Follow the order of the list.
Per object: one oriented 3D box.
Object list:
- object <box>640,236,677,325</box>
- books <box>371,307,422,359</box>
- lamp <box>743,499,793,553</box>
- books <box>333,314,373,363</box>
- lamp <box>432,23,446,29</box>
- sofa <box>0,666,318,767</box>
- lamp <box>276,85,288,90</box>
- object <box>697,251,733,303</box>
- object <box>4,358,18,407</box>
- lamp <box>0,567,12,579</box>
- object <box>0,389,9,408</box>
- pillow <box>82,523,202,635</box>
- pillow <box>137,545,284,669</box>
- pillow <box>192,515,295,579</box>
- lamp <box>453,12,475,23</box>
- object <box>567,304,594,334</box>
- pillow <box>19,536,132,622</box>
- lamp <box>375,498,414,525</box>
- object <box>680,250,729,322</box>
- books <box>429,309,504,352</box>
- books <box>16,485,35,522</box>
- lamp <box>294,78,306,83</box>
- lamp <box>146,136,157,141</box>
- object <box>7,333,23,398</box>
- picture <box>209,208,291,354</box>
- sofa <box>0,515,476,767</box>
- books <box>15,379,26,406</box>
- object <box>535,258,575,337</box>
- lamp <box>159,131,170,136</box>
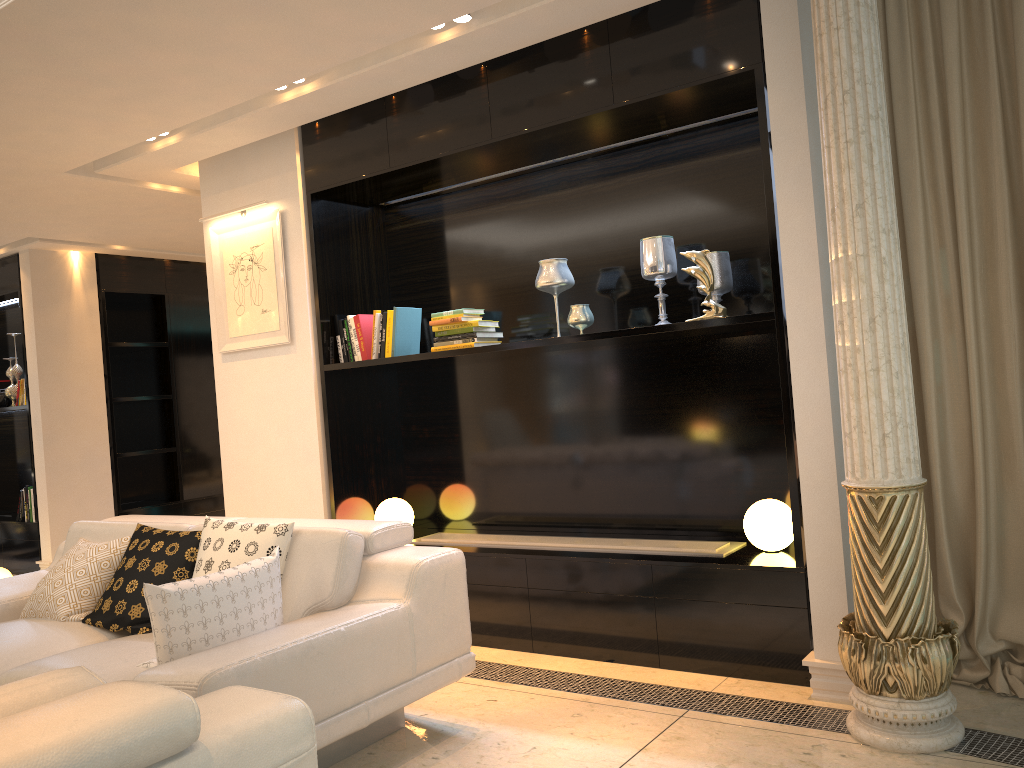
[{"bbox_3d":[0.666,-0.440,3.980,0.156,0.426,0.156,-5,-1,40],"label":"object"},{"bbox_3d":[-0.610,-0.261,4.654,0.210,0.261,0.212,-5,-1,35],"label":"books"},{"bbox_3d":[1.062,0.580,3.646,0.213,0.214,0.212,-5,-1,-5],"label":"lamp"},{"bbox_3d":[-0.802,-0.248,4.783,0.240,0.270,0.208,-5,-1,35],"label":"books"},{"bbox_3d":[-0.310,-1.491,3.552,0.107,0.127,0.107,-5,-1,16],"label":"lamp"},{"bbox_3d":[-1.455,0.931,1.028,1.145,0.754,2.328,-5,-1,35],"label":"sofa"},{"bbox_3d":[-1.082,-1.424,4.090,0.107,0.127,0.107,-4,-1,-44],"label":"lamp"},{"bbox_3d":[0.878,-0.403,3.826,0.147,0.317,0.147,-5,-1,37],"label":"object"},{"bbox_3d":[-4.255,-0.010,7.550,0.121,0.416,0.121,-5,-1,30],"label":"object"},{"bbox_3d":[-3.741,1.438,6.435,0.212,0.214,0.213,-4,-1,-16],"label":"lamp"},{"bbox_3d":[-4.477,0.135,7.680,0.375,0.177,0.193,-5,-1,36],"label":"object"},{"bbox_3d":[-1.441,0.747,3.452,0.524,0.355,0.323,-5,-1,35],"label":"pillow"},{"bbox_3d":[-0.950,0.715,2.851,0.281,0.325,0.521,-5,-1,44],"label":"pillow"},{"bbox_3d":[-1.043,0.698,3.226,0.526,0.399,0.255,-5,-1,35],"label":"pillow"},{"bbox_3d":[-0.200,-1.489,3.482,0.107,0.127,0.107,-5,-1,16],"label":"lamp"},{"bbox_3d":[0.318,-0.287,4.092,0.119,0.154,0.119,-5,-1,45],"label":"object"},{"bbox_3d":[-1.818,0.814,3.705,0.521,0.329,0.351,-5,-1,35],"label":"pillow"},{"bbox_3d":[-0.641,0.728,4.836,0.212,0.214,0.213,-4,-1,-16],"label":"lamp"},{"bbox_3d":[0.772,-0.399,3.599,0.182,0.293,0.116,-5,-1,32],"label":"object"},{"bbox_3d":[-0.231,-0.264,4.420,0.296,0.197,0.260,-5,-1,37],"label":"books"},{"bbox_3d":[-3.929,0.978,7.343,0.345,0.296,0.222,-5,-1,35],"label":"books"},{"bbox_3d":[-0.982,-1.433,4.021,0.107,0.127,0.107,-5,-1,16],"label":"lamp"},{"bbox_3d":[-1.924,-1.351,4.679,0.107,0.127,0.107,-4,-1,-44],"label":"lamp"},{"bbox_3d":[-4.154,-0.117,7.443,0.121,0.612,0.121,-5,-1,30],"label":"object"},{"bbox_3d":[-1.464,-0.561,4.951,0.610,0.729,0.027,-5,-1,35],"label":"picture"},{"bbox_3d":[-1.401,0.950,3.377,2.328,0.754,1.145,-5,-1,35],"label":"sofa"},{"bbox_3d":[-3.971,0.057,7.345,0.290,0.238,0.189,-5,-1,34],"label":"books"},{"bbox_3d":[0.208,-0.392,4.177,0.181,0.381,0.181,-5,-1,29],"label":"object"},{"bbox_3d":[-1.830,-1.359,4.613,0.107,0.127,0.107,-4,-1,-44],"label":"lamp"}]
